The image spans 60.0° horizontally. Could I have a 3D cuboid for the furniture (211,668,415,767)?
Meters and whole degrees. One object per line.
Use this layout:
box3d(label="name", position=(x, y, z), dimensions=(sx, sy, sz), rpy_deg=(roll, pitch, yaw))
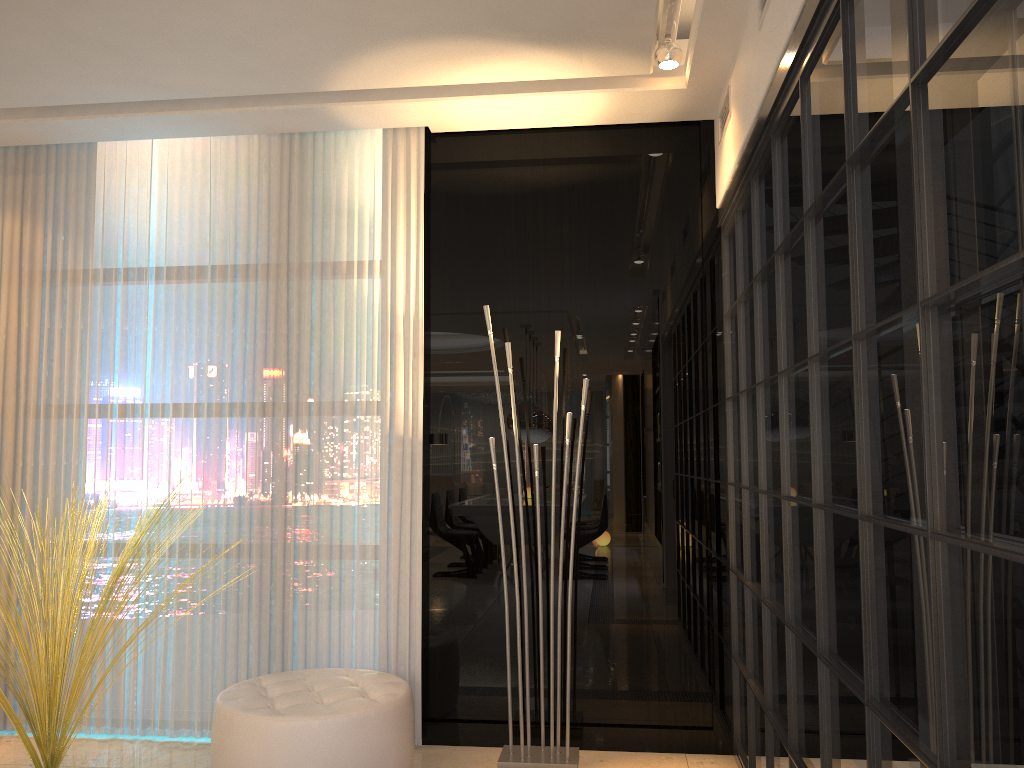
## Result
box3d(label="furniture", position=(-0.730, 1.297, 3.290), dimensions=(0.735, 0.357, 0.735), rpy_deg=(2, -5, -21))

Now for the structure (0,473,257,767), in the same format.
box3d(label="structure", position=(-1.708, 0.894, 3.114), dimensions=(1.275, 1.142, 1.282), rpy_deg=(3, -6, -37))

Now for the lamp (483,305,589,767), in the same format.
box3d(label="lamp", position=(0.104, 0.587, 3.496), dimensions=(0.418, 1.801, 0.200), rpy_deg=(-1, -5, 7))

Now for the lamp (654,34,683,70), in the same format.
box3d(label="lamp", position=(0.591, -1.257, 3.349), dimensions=(0.107, 0.127, 0.107), rpy_deg=(1, -5, -12))
